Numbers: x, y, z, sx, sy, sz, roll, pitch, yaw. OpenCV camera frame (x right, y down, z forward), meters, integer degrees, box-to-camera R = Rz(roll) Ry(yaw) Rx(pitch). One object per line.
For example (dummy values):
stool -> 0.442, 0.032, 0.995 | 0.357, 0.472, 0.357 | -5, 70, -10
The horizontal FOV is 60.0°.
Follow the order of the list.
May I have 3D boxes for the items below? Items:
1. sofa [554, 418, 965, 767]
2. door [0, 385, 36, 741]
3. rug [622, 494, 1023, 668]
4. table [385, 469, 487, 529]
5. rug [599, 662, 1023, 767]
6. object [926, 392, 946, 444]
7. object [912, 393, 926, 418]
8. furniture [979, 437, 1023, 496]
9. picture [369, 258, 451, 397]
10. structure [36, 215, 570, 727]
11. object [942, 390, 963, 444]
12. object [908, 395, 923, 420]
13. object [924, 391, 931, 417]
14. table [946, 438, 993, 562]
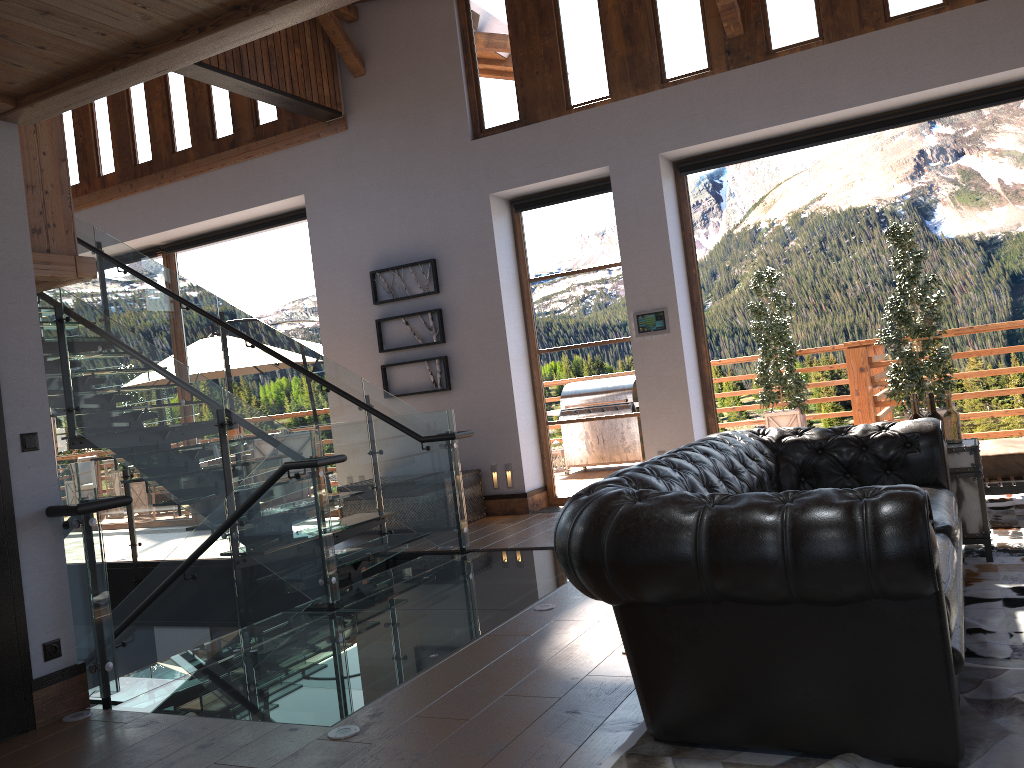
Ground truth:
sofa -> 1.148, 0.643, 3.628 | 1.227, 0.838, 2.592 | -7, -1, 27
door -> -2.365, 0.461, 3.355 | 0.142, 2.056, 0.951 | -8, -1, 27
rug -> 2.406, 0.896, 4.894 | 2.406, 0.053, 3.848 | -7, -1, 28
table -> -0.968, 1.137, 8.563 | 1.241, 0.470, 0.691 | -7, -1, 27
rug -> 1.927, 0.924, 1.601 | 4.002, 0.053, 2.457 | -7, -1, 28
object -> 2.260, 0.187, 4.746 | 0.087, 0.286, 0.087 | -7, -1, 5
object -> 2.213, 0.193, 4.831 | 0.088, 0.286, 0.087 | -6, -1, -23
furniture -> 3.159, 0.621, 5.971 | 2.731, 0.437, 1.187 | -7, -1, 27
picture -> -1.030, -0.546, 8.926 | 0.766, 1.312, 0.060 | -7, -1, 27
structure -> -3.333, 1.281, 9.603 | 10.913, 6.400, 9.304 | -7, -1, 27
object -> 2.357, 0.175, 4.759 | 0.086, 0.286, 0.089 | -8, -1, 37
object -> 2.161, 0.199, 4.740 | 0.087, 0.286, 0.088 | -7, -1, 4
object -> 2.301, 0.183, 4.860 | 0.086, 0.286, 0.089 | -8, -1, 39
table -> 2.324, 0.626, 4.769 | 0.413, 0.609, 0.409 | -7, -1, 27
